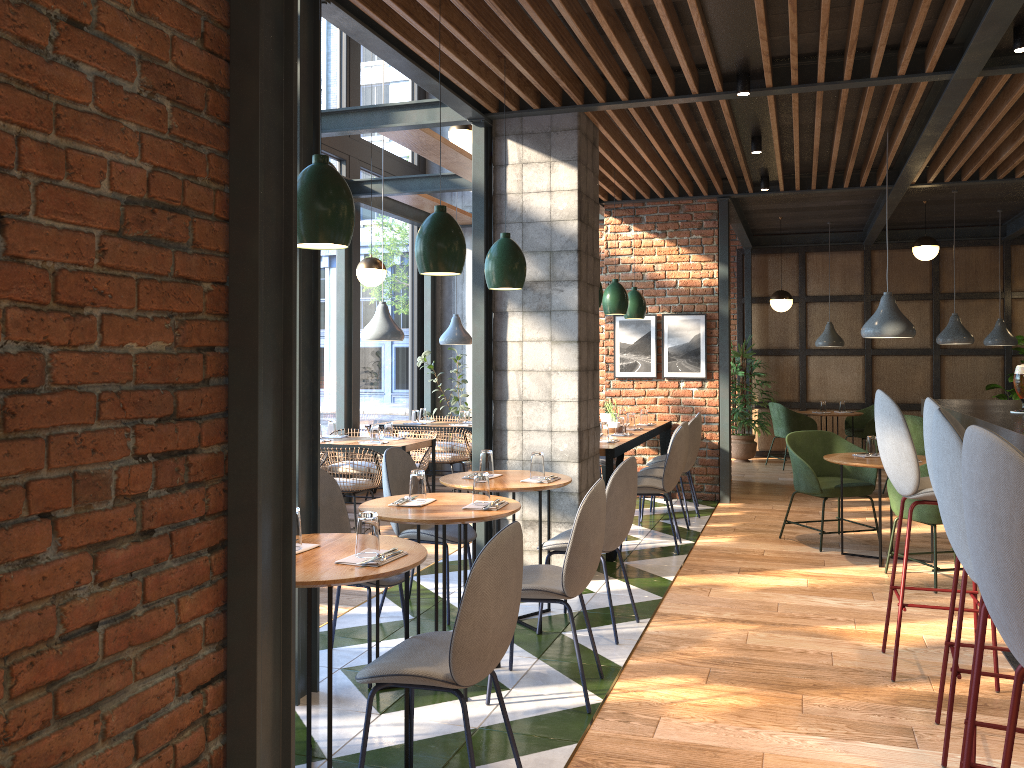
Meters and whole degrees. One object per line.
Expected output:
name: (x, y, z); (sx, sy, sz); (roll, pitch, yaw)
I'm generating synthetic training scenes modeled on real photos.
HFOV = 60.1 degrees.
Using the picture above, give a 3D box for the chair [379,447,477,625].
chair: (-0.450, 0.799, 4.853); (0.507, 0.888, 0.418); (0, -1, 19)

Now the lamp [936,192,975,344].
lamp: (4.543, -2.656, 9.124); (0.353, 4.494, 0.352); (1, -1, -37)

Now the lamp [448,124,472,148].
lamp: (-0.499, -4.242, 8.832); (0.268, 3.797, 0.268); (-1, -1, 39)

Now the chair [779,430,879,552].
chair: (2.380, 0.778, 6.627); (0.638, 0.819, 0.515); (0, 0, -17)

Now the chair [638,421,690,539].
chair: (1.145, 0.733, 7.024); (0.507, 0.888, 0.418); (0, -1, 24)

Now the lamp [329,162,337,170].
lamp: (-1.245, -3.077, 5.718); (0.268, 3.797, 0.268); (1, -1, -29)

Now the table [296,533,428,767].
table: (-0.626, 0.928, 2.876); (0.699, 0.747, 0.699); (0, 0, -26)

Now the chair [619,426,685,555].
chair: (1.006, 0.749, 6.466); (0.507, 0.888, 0.418); (0, -1, 14)

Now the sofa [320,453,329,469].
sofa: (-1.762, 0.842, 6.026); (1.091, 0.733, 0.470); (0, 0, 18)

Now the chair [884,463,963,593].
chair: (2.696, 0.811, 5.505); (0.638, 0.819, 0.515); (0, 0, -12)

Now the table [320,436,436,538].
table: (-1.344, 0.817, 7.303); (1.271, 0.706, 0.658); (0, 0, 18)

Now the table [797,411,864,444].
table: (4.025, 0.705, 11.222); (0.807, 0.687, 0.807); (0, 1, -32)

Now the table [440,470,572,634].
table: (-0.033, 0.873, 4.685); (0.699, 0.747, 0.699); (0, 0, 28)

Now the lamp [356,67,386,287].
lamp: (-1.271, -2.774, 8.034); (0.268, 3.797, 0.268); (0, -1, -14)

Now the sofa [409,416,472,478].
sofa: (-0.568, 0.733, 9.668); (1.091, 0.733, 0.470); (0, 0, 18)

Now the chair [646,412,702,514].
chair: (1.477, 0.701, 8.095); (0.507, 0.888, 0.418); (0, -1, 14)

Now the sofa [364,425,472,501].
sofa: (-0.920, 0.765, 8.595); (1.091, 0.733, 0.470); (0, 0, 18)

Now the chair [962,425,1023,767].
chair: (1.139, 0.704, 1.672); (0.507, 1.244, 0.418); (0, -1, 14)

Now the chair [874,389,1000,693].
chair: (1.885, 0.647, 3.924); (0.507, 1.244, 0.418); (0, -1, 18)

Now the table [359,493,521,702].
table: (-0.310, 0.899, 3.839); (0.699, 0.747, 0.699); (0, 0, -30)

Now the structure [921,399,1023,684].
structure: (2.660, 0.638, 1.626); (2.916, 1.397, 4.920); (0, 2, 18)

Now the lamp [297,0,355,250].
lamp: (-0.628, -1.461, 2.920); (0.224, 2.023, 0.223); (0, -1, 22)

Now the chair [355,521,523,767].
chair: (-0.222, 0.861, 2.740); (0.507, 0.888, 0.418); (0, -1, 19)

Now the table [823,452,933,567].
table: (2.576, 0.859, 6.102); (0.807, 0.687, 0.807); (-1, 1, -41)

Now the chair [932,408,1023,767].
chair: (1.416, 0.693, 2.384); (0.507, 1.244, 0.418); (0, -1, 29)

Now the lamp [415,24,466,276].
lamp: (-0.313, -1.490, 3.882); (0.224, 2.023, 0.223); (0, -1, 22)

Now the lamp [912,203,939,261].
lamp: (4.541, -3.250, 9.758); (0.268, 3.797, 0.268); (0, -1, -2)

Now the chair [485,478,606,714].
chair: (0.137, 0.833, 3.689); (0.507, 0.888, 0.418); (0, -1, 14)

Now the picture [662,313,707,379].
picture: (1.675, -0.368, 8.617); (0.430, 0.632, 0.015); (0, -1, 18)

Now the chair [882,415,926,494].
chair: (4.104, 0.710, 8.870); (0.515, 0.819, 0.638); (0, 0, -27)

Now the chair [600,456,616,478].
chair: (0.709, 0.697, 8.250); (0.507, 0.888, 0.418); (0, -1, 25)

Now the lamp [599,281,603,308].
lamp: (0.557, -1.570, 6.535); (0.224, 2.023, 0.223); (0, -1, 22)

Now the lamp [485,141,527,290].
lamp: (-0.035, -1.516, 4.728); (0.224, 2.023, 0.223); (0, -1, 22)

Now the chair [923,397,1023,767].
chair: (1.726, 0.671, 3.105); (0.507, 1.244, 0.418); (0, -1, 24)

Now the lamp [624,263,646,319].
lamp: (1.150, -1.624, 8.343); (0.224, 2.023, 0.223); (0, -1, 22)

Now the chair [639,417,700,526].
chair: (1.345, 0.716, 7.563); (0.507, 0.888, 0.418); (0, -1, 25)

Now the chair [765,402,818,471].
chair: (3.537, 0.642, 11.151); (0.515, 0.819, 0.638); (0, 0, -7)

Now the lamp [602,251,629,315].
lamp: (0.873, -1.599, 7.497); (0.224, 2.023, 0.223); (0, -1, 22)

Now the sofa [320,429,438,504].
sofa: (-1.168, 0.788, 7.838); (1.091, 0.733, 0.470); (0, 0, 18)

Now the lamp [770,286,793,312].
lamp: (3.289, -2.776, 10.853); (0.268, 3.797, 0.268); (1, -1, -29)

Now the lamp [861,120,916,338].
lamp: (2.599, -2.566, 6.166); (0.353, 4.494, 0.352); (1, -1, -37)

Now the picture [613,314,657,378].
picture: (1.218, -0.372, 8.766); (0.430, 0.632, 0.015); (0, -1, 18)

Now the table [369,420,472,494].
table: (-0.745, 0.762, 9.129); (1.271, 0.706, 0.658); (0, 0, 18)

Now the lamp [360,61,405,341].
lamp: (-1.045, -2.594, 7.183); (0.353, 4.494, 0.352); (0, -1, -20)

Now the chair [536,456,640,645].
chair: (0.387, 0.807, 4.544); (0.507, 0.888, 0.418); (0, -1, 24)

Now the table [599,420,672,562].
table: (0.817, 0.782, 7.428); (0.658, 0.766, 2.772); (0, 1, 18)

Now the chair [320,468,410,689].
chair: (-0.717, 0.825, 3.974); (0.507, 0.888, 0.418); (0, -1, 19)

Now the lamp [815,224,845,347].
lamp: (4.025, -2.719, 11.263); (0.353, 4.494, 0.352); (1, -1, -37)

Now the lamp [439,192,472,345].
lamp: (-0.584, -2.656, 9.262); (0.353, 4.494, 0.352); (1, -1, -37)

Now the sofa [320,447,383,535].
sofa: (-1.520, 0.820, 6.765); (1.091, 0.733, 0.470); (0, 0, 18)

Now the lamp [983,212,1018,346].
lamp: (5.681, -2.693, 10.343); (0.353, 4.494, 0.352); (1, -1, -37)

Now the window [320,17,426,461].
window: (-2.448, -2.006, 6.487); (0.127, 5.602, 8.720); (0, 1, 18)

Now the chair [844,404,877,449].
chair: (4.559, 0.637, 11.294); (0.515, 0.819, 0.638); (0, 0, -7)
